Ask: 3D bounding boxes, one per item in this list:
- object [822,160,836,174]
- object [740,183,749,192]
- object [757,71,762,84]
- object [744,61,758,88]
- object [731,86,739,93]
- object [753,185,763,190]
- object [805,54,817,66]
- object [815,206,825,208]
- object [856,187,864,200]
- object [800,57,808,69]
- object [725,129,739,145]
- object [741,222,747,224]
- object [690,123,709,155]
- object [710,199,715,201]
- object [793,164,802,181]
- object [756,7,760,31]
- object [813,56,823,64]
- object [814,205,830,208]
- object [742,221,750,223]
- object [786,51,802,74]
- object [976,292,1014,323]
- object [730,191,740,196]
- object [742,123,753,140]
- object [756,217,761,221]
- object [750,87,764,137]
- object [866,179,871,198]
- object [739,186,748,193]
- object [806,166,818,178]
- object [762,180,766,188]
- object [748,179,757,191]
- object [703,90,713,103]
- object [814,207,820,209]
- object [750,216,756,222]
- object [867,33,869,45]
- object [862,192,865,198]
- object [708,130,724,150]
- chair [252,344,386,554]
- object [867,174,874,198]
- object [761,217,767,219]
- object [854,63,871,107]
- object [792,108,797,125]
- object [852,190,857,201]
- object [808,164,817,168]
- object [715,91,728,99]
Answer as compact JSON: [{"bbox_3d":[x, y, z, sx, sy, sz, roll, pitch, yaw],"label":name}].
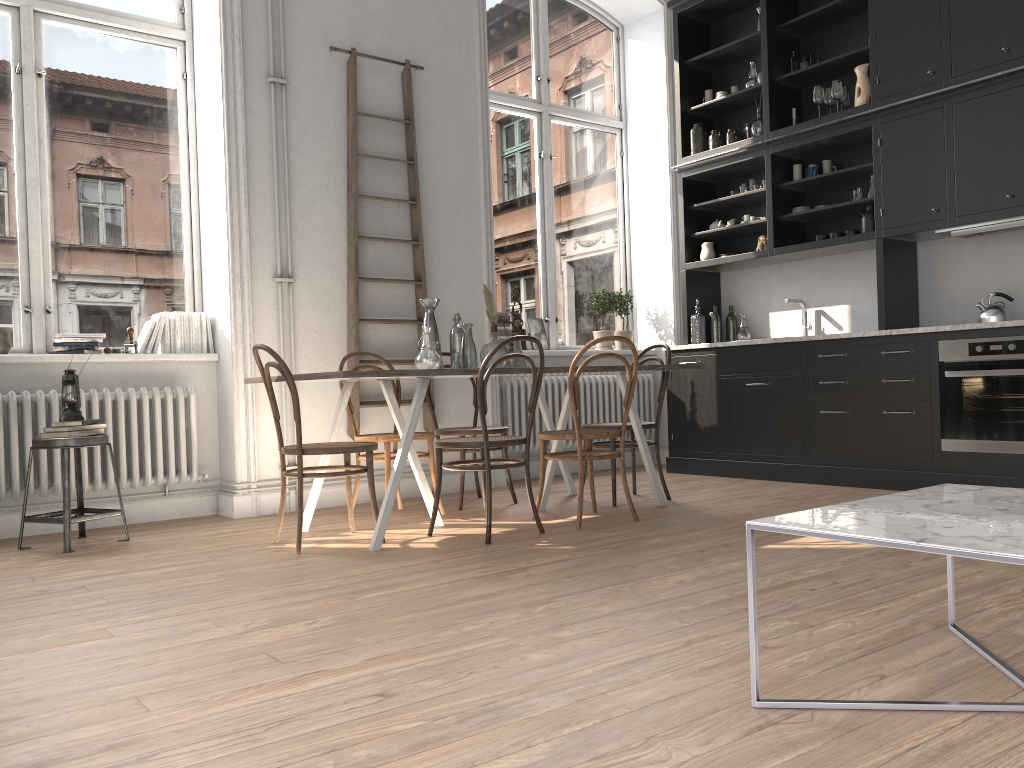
[{"bbox_3d":[2.165,-1.458,6.058,0.082,0.135,0.059,-2,0,36],"label":"object"},{"bbox_3d":[1.726,-1.428,6.574,0.060,0.107,0.060,-2,0,20],"label":"object"},{"bbox_3d":[1.800,-2.281,6.301,0.123,0.340,0.118,-2,0,-18],"label":"object"},{"bbox_3d":[1.750,-2.219,6.423,0.132,0.219,0.132,-2,0,27],"label":"object"},{"bbox_3d":[1.687,-2.174,6.687,0.059,0.135,0.082,-2,0,-14],"label":"object"},{"bbox_3d":[1.766,-1.399,6.366,0.071,0.047,0.071,-2,0,1],"label":"object"},{"bbox_3d":[2.085,-2.208,6.180,0.065,0.177,0.084,-2,0,-15],"label":"object"},{"bbox_3d":[2.143,-1.198,6.110,0.124,0.036,0.123,-2,0,40],"label":"object"},{"bbox_3d":[2.254,-1.224,5.748,0.058,0.094,0.058,-2,0,2],"label":"object"},{"bbox_3d":[2.006,-2.179,6.085,0.053,0.125,0.041,-2,0,20],"label":"object"},{"bbox_3d":[1.626,-1.802,6.552,0.096,0.150,0.096,-2,0,41],"label":"object"},{"bbox_3d":[1.723,-1.171,6.491,0.085,0.015,0.085,-2,0,39],"label":"object"},{"bbox_3d":[1.418,-1.839,6.702,0.118,0.238,0.118,-2,0,38],"label":"object"},{"bbox_3d":[1.558,-1.392,6.829,0.071,0.047,0.071,-2,0,1],"label":"object"},{"bbox_3d":[1.987,-1.451,6.165,0.059,0.135,0.082,-2,0,21],"label":"object"},{"bbox_3d":[1.801,-2.594,6.407,0.067,0.231,0.070,-2,0,-41],"label":"object"},{"bbox_3d":[2.096,-2.181,6.073,0.044,0.121,0.058,-2,0,-10],"label":"object"},{"bbox_3d":[2.143,-1.206,6.110,0.112,0.036,0.112,-2,0,5],"label":"object"},{"bbox_3d":[1.723,-1.178,6.490,0.085,0.016,0.085,-2,0,-6],"label":"object"},{"bbox_3d":[1.960,-2.215,6.162,0.084,0.199,0.065,-2,0,-15],"label":"object"},{"bbox_3d":[2.788,-0.439,5.127,0.171,0.186,0.171,-2,0,-26],"label":"object"},{"bbox_3d":[1.649,-1.395,6.554,0.071,0.047,0.071,-2,0,1],"label":"object"},{"bbox_3d":[1.754,-1.824,6.540,0.092,0.184,0.092,-2,0,-23],"label":"object"},{"bbox_3d":[1.798,-1.185,6.427,0.049,0.041,0.056,-2,0,26],"label":"object"},{"bbox_3d":[1.747,-1.911,6.251,0.134,0.357,0.134,-2,0,8],"label":"object"},{"bbox_3d":[2.357,-1.259,5.808,0.083,0.158,0.083,-2,0,-26],"label":"object"},{"bbox_3d":[1.694,-1.408,6.484,0.064,0.069,0.064,-2,0,10],"label":"object"},{"bbox_3d":[2.054,-1.433,6.070,0.082,0.093,0.140,-2,0,18],"label":"object"},{"bbox_3d":[1.809,-1.412,6.302,0.064,0.069,0.064,-2,0,-45],"label":"object"},{"bbox_3d":[1.748,-1.429,6.434,0.060,0.107,0.060,-2,0,-10],"label":"object"},{"bbox_3d":[1.501,-2.167,6.774,0.059,0.135,0.082,-2,0,-9],"label":"object"},{"bbox_3d":[2.144,-1.190,6.110,0.132,0.038,0.132,-2,0,10],"label":"object"},{"bbox_3d":[1.742,-1.185,6.431,0.049,0.054,0.039,-2,0,-12],"label":"object"},{"bbox_3d":[2.357,-2.257,5.748,0.110,0.255,0.100,-2,0,18],"label":"object"},{"bbox_3d":[2.325,-1.226,5.894,0.058,0.094,0.058,-2,0,30],"label":"object"},{"bbox_3d":[1.521,-1.802,6.601,0.114,0.155,0.114,-2,0,-34],"label":"object"},{"bbox_3d":[-0.891,0.275,4.078,0.549,0.920,0.438,-2,0,-29],"label":"chair"},{"bbox_3d":[2.312,-1.257,5.674,0.083,0.158,0.083,-2,0,37],"label":"object"},{"bbox_3d":[1.820,-1.190,6.412,0.048,0.041,0.058,-2,0,31],"label":"object"},{"bbox_3d":[2.228,-1.883,5.628,0.094,0.267,0.116,-2,0,5],"label":"object"},{"bbox_3d":[1.943,-1.820,6.099,0.123,0.161,0.123,-2,0,-28],"label":"object"},{"bbox_3d":[2.253,-1.223,5.821,0.058,0.094,0.058,-2,0,2],"label":"object"},{"bbox_3d":[2.086,-1.455,6.173,0.082,0.135,0.059,-2,0,-9],"label":"object"},{"bbox_3d":[1.586,-2.151,6.703,0.096,0.095,0.096,-2,0,-3],"label":"object"}]
